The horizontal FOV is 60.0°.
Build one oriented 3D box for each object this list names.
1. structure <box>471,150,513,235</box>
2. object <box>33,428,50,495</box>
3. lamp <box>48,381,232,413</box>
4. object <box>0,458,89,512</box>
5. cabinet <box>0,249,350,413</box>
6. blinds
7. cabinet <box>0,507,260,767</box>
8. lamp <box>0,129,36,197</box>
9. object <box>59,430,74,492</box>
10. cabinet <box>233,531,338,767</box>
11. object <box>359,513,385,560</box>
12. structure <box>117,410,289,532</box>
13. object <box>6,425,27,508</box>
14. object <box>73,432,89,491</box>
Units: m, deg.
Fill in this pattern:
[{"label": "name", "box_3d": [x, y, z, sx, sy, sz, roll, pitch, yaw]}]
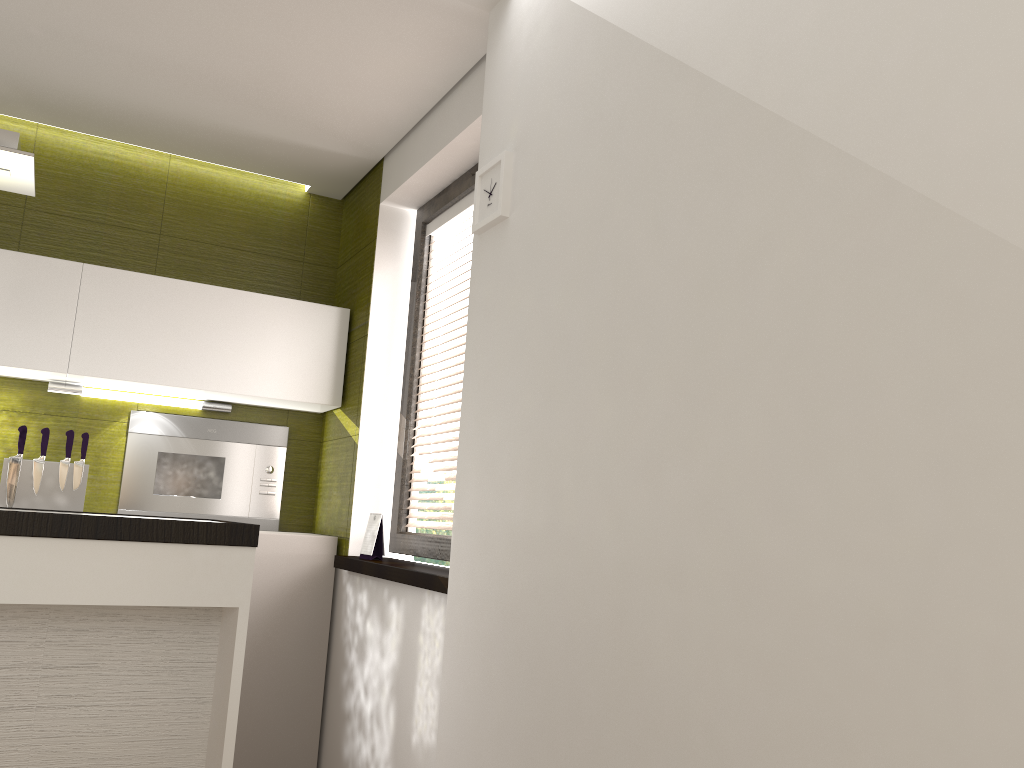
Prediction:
[{"label": "structure", "box_3d": [-0.054, -0.516, 2.409, 0.026, 0.180, 0.180, 8, -10, -27]}, {"label": "object", "box_3d": [-1.816, 0.297, 3.409, 0.042, 0.264, 0.013, 8, -10, -27]}, {"label": "lamp", "box_3d": [-1.537, 0.059, 3.706, 0.716, 0.041, 0.095, 8, -10, -27]}, {"label": "object", "box_3d": [-1.817, 0.414, 3.439, 0.293, 0.227, 0.107, 8, -10, -27]}, {"label": "cabinet", "box_3d": [-2.408, 0.478, 3.125, 3.471, 2.089, 0.724, 8, -10, -27]}, {"label": "blinds", "box_3d": [1.291, -1.865, 7.439, 16.000, 12.704, 9.030, 2, -9, 12]}, {"label": "cabinet", "box_3d": [-2.099, 0.747, 1.679, 2.947, 1.134, 0.663, 8, -10, -27]}, {"label": "lamp", "box_3d": [-1.965, -0.979, 1.989, 1.677, 0.683, 0.326, 8, -10, -27]}, {"label": "object", "box_3d": [-1.737, 0.298, 3.451, 0.036, 0.243, 0.013, 8, -10, -27]}, {"label": "cabinet", "box_3d": [-2.147, 0.993, 3.055, 2.940, 1.086, 0.465, 8, -10, -27]}, {"label": "object", "box_3d": [-0.518, 0.571, 3.325, 0.057, 0.169, 0.106, 9, -11, -32]}, {"label": "structure", "box_3d": [-1.315, 0.384, 3.821, 0.663, 0.469, 0.015, 8, -10, -27]}, {"label": "object", "box_3d": [-1.889, 0.324, 3.368, 0.046, 0.339, 0.013, 8, -10, -27]}, {"label": "object", "box_3d": [-1.692, 0.303, 3.474, 0.040, 0.231, 0.013, 8, -10, -27]}]
